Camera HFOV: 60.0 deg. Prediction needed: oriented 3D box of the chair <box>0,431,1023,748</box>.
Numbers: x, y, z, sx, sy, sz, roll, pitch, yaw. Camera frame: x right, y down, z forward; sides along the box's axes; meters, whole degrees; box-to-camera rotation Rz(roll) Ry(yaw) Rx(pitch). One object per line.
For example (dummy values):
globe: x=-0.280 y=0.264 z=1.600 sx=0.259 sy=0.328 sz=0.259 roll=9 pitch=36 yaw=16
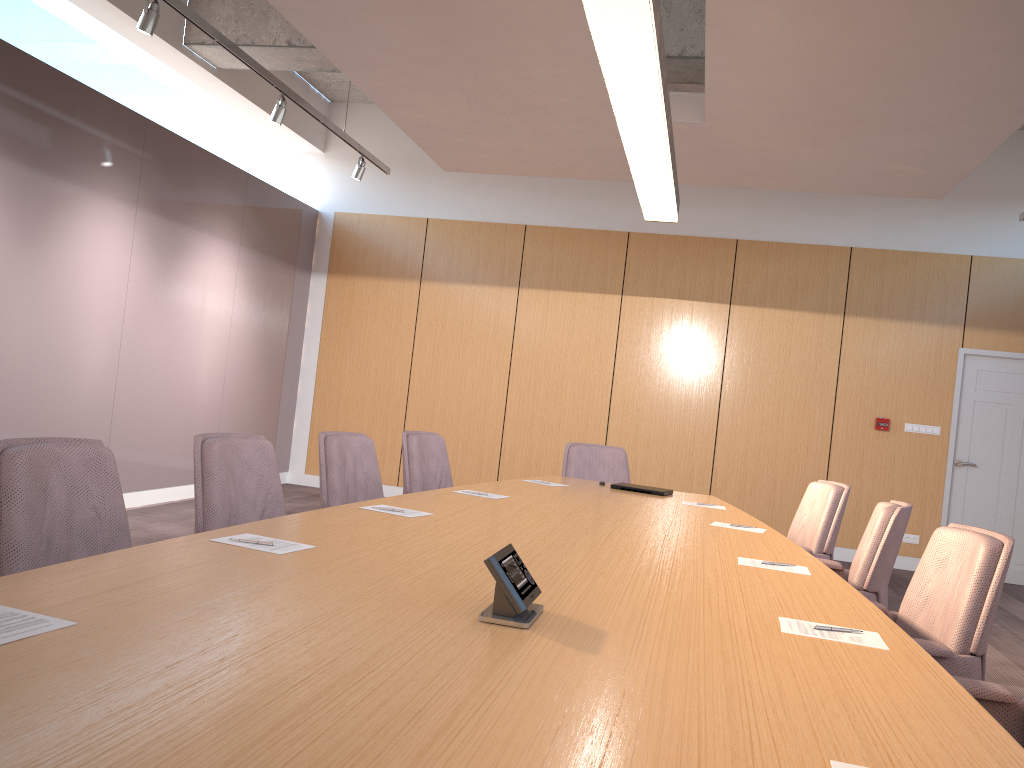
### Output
chair: x=-0.139 y=0.754 z=1.591 sx=3.001 sy=0.948 sz=9.673 roll=6 pitch=-1 yaw=13

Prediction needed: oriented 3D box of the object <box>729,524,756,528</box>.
object: x=1.043 y=0.641 z=3.996 sx=0.125 sy=0.009 sz=0.009 roll=6 pitch=-1 yaw=4

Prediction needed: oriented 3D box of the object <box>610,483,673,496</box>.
object: x=0.770 y=0.622 z=5.251 sx=0.325 sy=0.026 sz=0.231 roll=6 pitch=-1 yaw=25

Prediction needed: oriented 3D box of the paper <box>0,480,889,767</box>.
paper: x=-0.066 y=0.490 z=1.787 sx=1.713 sy=0.001 sz=6.800 roll=6 pitch=-1 yaw=13

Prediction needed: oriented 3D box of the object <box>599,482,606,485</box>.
object: x=0.549 y=0.603 z=5.388 sx=0.039 sy=0.019 sz=0.070 roll=6 pitch=-1 yaw=6

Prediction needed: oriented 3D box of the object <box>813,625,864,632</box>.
object: x=0.777 y=0.583 z=2.109 sx=0.125 sy=0.009 sz=0.009 roll=6 pitch=-1 yaw=-4

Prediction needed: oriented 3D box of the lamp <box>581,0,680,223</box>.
lamp: x=0.298 y=-2.059 z=2.102 sx=0.200 sy=1.864 sz=6.974 roll=6 pitch=-1 yaw=12

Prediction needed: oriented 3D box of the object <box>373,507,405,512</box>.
object: x=-0.458 y=0.464 z=3.283 sx=0.125 sy=0.009 sz=0.009 roll=6 pitch=-1 yaw=7

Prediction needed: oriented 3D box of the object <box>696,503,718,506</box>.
object: x=1.062 y=0.656 z=4.829 sx=0.125 sy=0.009 sz=0.009 roll=6 pitch=-1 yaw=-9

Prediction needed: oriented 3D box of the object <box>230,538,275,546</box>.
object: x=-0.700 y=0.423 z=2.382 sx=0.125 sy=0.009 sz=0.009 roll=6 pitch=-1 yaw=2

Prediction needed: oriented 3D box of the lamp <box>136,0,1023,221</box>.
lamp: x=0.345 y=-2.328 z=1.996 sx=5.699 sy=1.321 sz=12.467 roll=6 pitch=-1 yaw=12

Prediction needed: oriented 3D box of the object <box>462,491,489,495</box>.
object: x=-0.172 y=0.508 z=4.137 sx=0.125 sy=0.009 sz=0.009 roll=6 pitch=-1 yaw=5

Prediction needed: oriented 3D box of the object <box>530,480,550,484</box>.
object: x=0.160 y=0.559 z=5.073 sx=0.125 sy=0.009 sz=0.009 roll=6 pitch=-1 yaw=20

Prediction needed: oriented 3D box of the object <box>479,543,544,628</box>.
object: x=0.007 y=0.431 z=1.916 sx=0.110 sy=0.139 sz=0.200 roll=6 pitch=-1 yaw=12

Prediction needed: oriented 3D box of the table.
table: x=-0.120 y=0.860 z=1.691 sx=1.885 sy=0.748 sz=8.000 roll=6 pitch=-1 yaw=12

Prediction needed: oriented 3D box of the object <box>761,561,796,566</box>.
object: x=0.906 y=0.611 z=3.013 sx=0.125 sy=0.009 sz=0.009 roll=6 pitch=-1 yaw=-5
